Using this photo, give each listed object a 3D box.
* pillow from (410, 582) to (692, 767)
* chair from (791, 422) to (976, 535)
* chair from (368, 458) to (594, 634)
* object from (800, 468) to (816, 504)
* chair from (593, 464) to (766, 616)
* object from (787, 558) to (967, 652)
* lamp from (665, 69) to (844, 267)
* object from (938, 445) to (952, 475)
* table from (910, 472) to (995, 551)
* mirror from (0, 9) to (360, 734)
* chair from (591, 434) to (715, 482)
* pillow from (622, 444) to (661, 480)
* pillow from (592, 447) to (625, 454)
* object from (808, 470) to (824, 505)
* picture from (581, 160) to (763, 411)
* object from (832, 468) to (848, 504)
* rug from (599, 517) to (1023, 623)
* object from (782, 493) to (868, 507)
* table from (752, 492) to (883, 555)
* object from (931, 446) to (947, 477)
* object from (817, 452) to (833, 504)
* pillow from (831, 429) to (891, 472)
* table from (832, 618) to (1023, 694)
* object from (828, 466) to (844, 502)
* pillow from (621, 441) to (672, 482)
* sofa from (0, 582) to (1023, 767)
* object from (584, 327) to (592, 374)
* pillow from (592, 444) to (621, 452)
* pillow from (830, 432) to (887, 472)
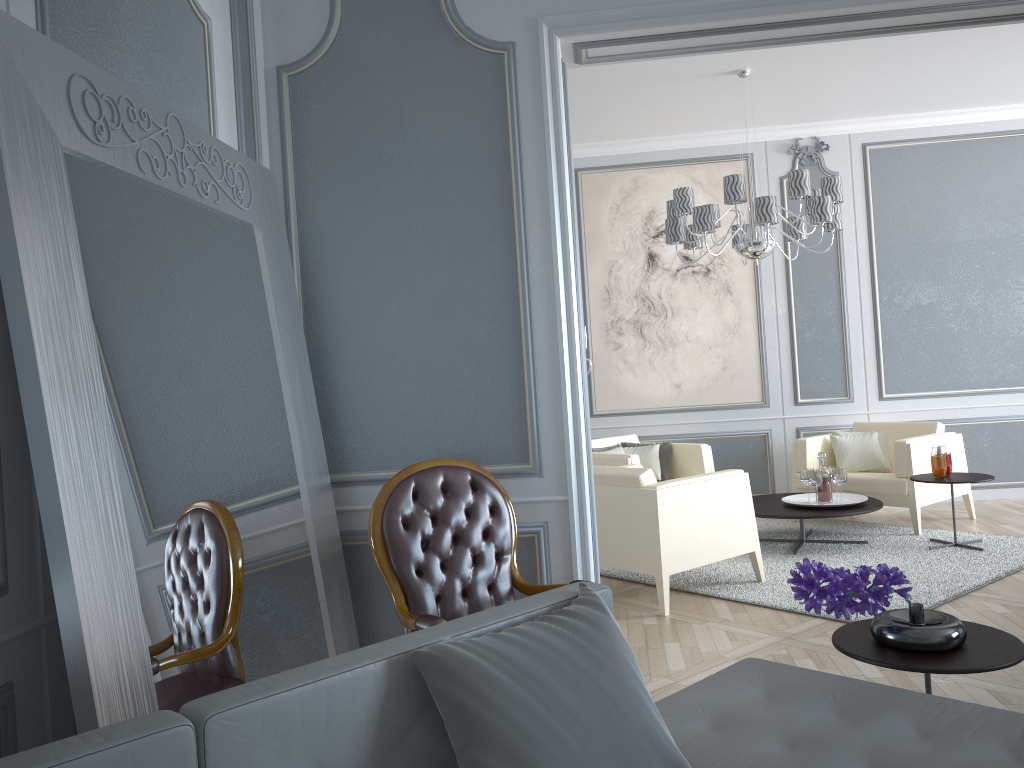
[{"bbox_3d":[0.083,0.539,1.365,0.253,0.354,0.422,-4,0,44],"label":"pillow"},{"bbox_3d":[2.350,0.572,5.691,0.737,0.621,0.854,-4,0,-39],"label":"chair"},{"bbox_3d":[-0.073,0.640,2.547,0.573,0.829,0.574,-3,0,-34],"label":"chair"},{"bbox_3d":[1.709,0.587,5.117,0.080,0.196,0.080,-4,0,-11],"label":"object"},{"bbox_3d":[0.660,0.688,4.392,0.737,0.621,0.854,-4,0,-39],"label":"chair"},{"bbox_3d":[0.846,0.498,2.035,0.425,0.221,0.206,-4,0,-24],"label":"object"},{"bbox_3d":[1.361,-1.239,5.094,0.976,1.120,0.976,-4,0,-6],"label":"lamp"},{"bbox_3d":[2.378,0.419,4.878,0.075,0.165,0.075,-3,-1,-35],"label":"object"},{"bbox_3d":[2.389,0.694,4.795,0.414,0.385,0.414,-4,0,-36],"label":"table"},{"bbox_3d":[-0.711,0.205,2.208,0.251,1.793,1.400,-4,0,6],"label":"mirror"},{"bbox_3d":[0.819,0.668,5.856,0.855,0.621,0.737,-4,0,-39],"label":"chair"},{"bbox_3d":[0.838,0.534,5.924,0.311,0.245,0.163,-4,0,10],"label":"pillow"},{"bbox_3d":[0.674,0.545,5.786,0.163,0.245,0.312,-4,0,40],"label":"pillow"},{"bbox_3d":[1.722,0.587,5.019,0.080,0.196,0.080,-4,0,9],"label":"object"},{"bbox_3d":[1.162,-0.711,6.482,1.199,1.751,0.001,-4,-1,6],"label":"picture"},{"bbox_3d":[1.862,0.578,5.026,0.080,0.196,0.080,-4,0,-11],"label":"object"},{"bbox_3d":[1.600,0.932,4.849,2.001,0.010,1.999,-4,0,-39],"label":"rug"},{"bbox_3d":[1.787,0.670,5.072,0.468,0.028,0.468,-3,0,19],"label":"object"},{"bbox_3d":[1.682,0.810,5.140,0.882,0.239,0.882,-4,0,4],"label":"table"},{"bbox_3d":[2.317,0.423,4.816,0.075,0.165,0.075,-4,0,-5],"label":"object"},{"bbox_3d":[1.785,0.535,5.084,0.086,0.290,0.086,-4,-1,27],"label":"object"},{"bbox_3d":[2.301,0.443,5.840,0.351,0.276,0.184,-4,0,12],"label":"pillow"},{"bbox_3d":[0.981,0.793,2.079,0.414,0.385,0.414,-4,0,-6],"label":"table"},{"bbox_3d":[1.870,0.577,5.109,0.080,0.196,0.080,-4,0,-11],"label":"object"},{"bbox_3d":[0.899,0.530,5.988,0.351,0.276,0.184,-4,0,22],"label":"pillow"},{"bbox_3d":[0.054,0.716,1.083,2.205,0.668,0.809,-4,0,-44],"label":"sofa"},{"bbox_3d":[0.259,0.319,6.067,0.447,1.386,0.446,-3,-1,-39],"label":"object"},{"bbox_3d":[0.651,0.547,5.871,0.351,0.276,0.184,-4,0,-38],"label":"pillow"},{"bbox_3d":[2.251,0.446,5.767,0.312,0.245,0.163,-4,0,0],"label":"pillow"}]
